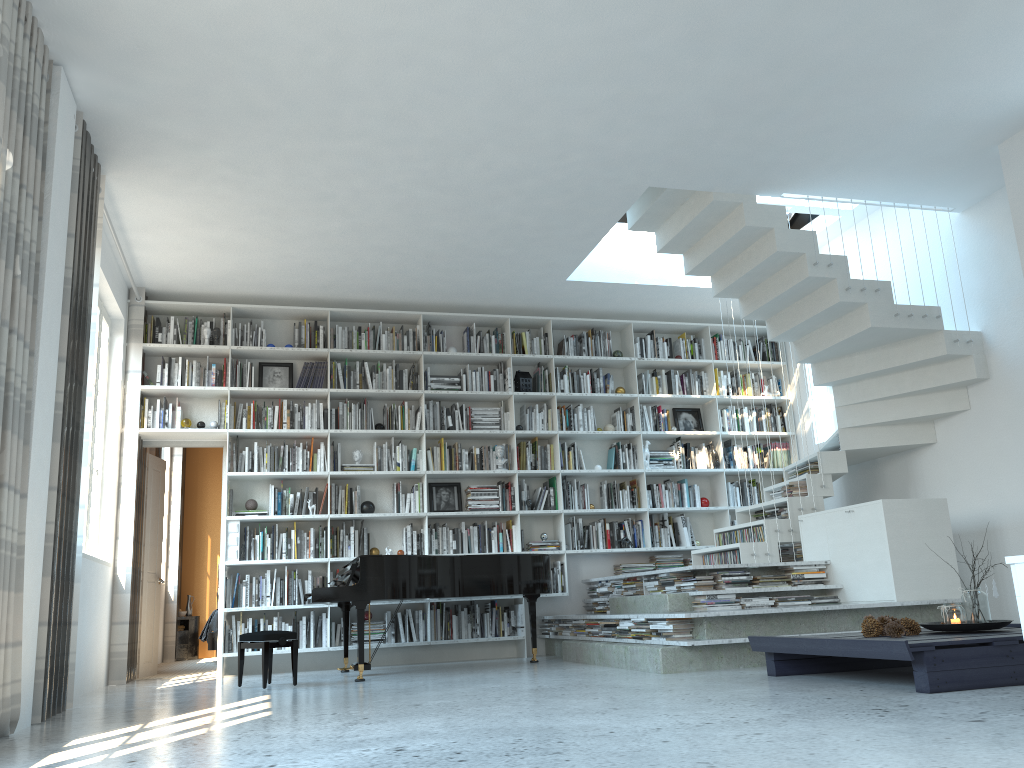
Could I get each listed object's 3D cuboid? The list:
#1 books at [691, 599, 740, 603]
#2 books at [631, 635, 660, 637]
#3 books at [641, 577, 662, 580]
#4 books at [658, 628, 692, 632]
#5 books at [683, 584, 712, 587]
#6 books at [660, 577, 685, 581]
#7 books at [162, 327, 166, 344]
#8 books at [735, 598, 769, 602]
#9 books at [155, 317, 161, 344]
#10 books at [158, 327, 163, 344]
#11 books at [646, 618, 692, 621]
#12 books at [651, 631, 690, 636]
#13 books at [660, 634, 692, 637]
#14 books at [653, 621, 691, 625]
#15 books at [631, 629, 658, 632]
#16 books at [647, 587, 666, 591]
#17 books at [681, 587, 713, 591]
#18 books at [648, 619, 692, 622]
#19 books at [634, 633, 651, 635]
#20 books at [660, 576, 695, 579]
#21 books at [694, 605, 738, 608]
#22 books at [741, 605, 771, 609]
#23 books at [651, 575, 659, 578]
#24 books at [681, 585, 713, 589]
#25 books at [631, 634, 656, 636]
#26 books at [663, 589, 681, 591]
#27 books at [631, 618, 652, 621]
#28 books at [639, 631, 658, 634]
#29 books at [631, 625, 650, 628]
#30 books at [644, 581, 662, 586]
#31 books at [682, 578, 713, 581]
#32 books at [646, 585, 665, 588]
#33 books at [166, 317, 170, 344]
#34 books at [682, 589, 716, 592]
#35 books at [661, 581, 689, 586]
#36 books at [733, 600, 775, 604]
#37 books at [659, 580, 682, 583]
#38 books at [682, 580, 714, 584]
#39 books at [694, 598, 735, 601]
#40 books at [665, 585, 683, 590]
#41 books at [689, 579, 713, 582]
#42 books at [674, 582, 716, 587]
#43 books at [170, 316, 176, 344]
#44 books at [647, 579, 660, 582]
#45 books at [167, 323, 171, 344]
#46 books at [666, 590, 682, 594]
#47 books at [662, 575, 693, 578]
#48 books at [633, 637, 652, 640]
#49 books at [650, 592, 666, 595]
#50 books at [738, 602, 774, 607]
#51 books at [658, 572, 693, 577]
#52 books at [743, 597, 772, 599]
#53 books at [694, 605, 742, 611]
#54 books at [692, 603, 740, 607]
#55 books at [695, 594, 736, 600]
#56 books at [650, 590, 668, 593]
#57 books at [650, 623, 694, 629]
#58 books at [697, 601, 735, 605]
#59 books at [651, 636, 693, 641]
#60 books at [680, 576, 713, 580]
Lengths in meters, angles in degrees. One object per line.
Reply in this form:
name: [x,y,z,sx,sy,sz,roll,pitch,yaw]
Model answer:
books: [1.410,1.508,6.155,0.292,0.012,0.160,0,-15,-13]
books: [0.934,1.672,5.895,0.178,0.009,0.277,2,-15,-17]
books: [1.151,1.521,6.941,0.192,0.014,0.257,2,-15,-19]
books: [1.034,1.560,5.626,0.137,0.019,0.225,1,-15,-14]
books: [1.339,1.452,6.386,0.134,0.006,0.227,0,-15,-12]
books: [1.245,1.462,6.654,0.168,0.013,0.282,2,-15,-18]
books: [-3.028,-0.380,7.741,0.031,0.195,0.145,1,-14,-15]
books: [1.681,1.522,6.243,0.211,0.018,0.135,0,-15,-13]
books: [-3.077,-0.423,7.711,0.025,0.268,0.177,1,-14,-15]
books: [-3.050,-0.382,7.709,0.028,0.186,0.182,1,-14,-15]
books: [0.998,1.493,5.633,0.192,0.014,0.257,2,-15,-19]
books: [1.004,1.577,5.613,0.187,0.017,0.206,0,-14,-11]
books: [1.040,1.593,5.619,0.132,0.014,0.206,1,-15,-15]
books: [1.012,1.517,5.631,0.165,0.015,0.243,0,-15,-12]
books: [0.928,1.636,5.903,0.191,0.015,0.247,1,-15,-14]
books: [1.173,1.599,6.927,0.167,0.024,0.193,1,-15,-14]
books: [1.328,1.475,6.377,0.161,0.014,0.213,0,-15,-12]
books: [1.005,1.505,5.632,0.176,0.010,0.267,2,-15,-19]
books: [0.941,1.660,5.901,0.170,0.006,0.269,1,-15,-15]
books: [1.245,1.453,6.657,0.171,0.007,0.261,2,-15,-17]
books: [1.411,1.541,6.150,0.264,0.006,0.165,1,-15,-14]
books: [1.685,1.566,6.225,0.208,0.015,0.153,2,-15,-17]
books: [1.179,1.508,6.952,0.134,0.014,0.182,0,-14,-11]
books: [1.333,1.462,6.382,0.152,0.015,0.208,2,-15,-18]
books: [0.927,1.665,5.895,0.191,0.006,0.276,1,-15,-13]
books: [1.255,1.539,6.637,0.154,0.007,0.293,0,-15,-12]
books: [0.924,1.567,5.920,0.182,0.016,0.257,0,-15,-12]
books: [0.949,1.650,5.905,0.154,0.014,0.197,1,-15,-15]
books: [0.929,1.612,5.909,0.168,0.013,0.282,2,-15,-20]
books: [1.165,1.558,6.935,0.174,0.029,0.251,2,-15,-17]
books: [1.337,1.410,6.397,0.132,0.009,0.270,0,-15,-12]
books: [1.161,1.579,6.929,0.178,0.015,0.188,0,-14,-11]
books: [-3.006,-0.425,7.741,0.010,0.280,0.161,1,-14,-15]
books: [1.344,1.487,6.379,0.144,0.009,0.250,1,-15,-15]
books: [1.249,1.495,6.647,0.177,0.026,0.231,1,-15,-15]
books: [1.684,1.533,6.229,0.272,0.012,0.159,2,-15,-17]
books: [1.243,1.478,6.650,0.187,0.009,0.251,1,-15,-15]
books: [1.342,1.430,6.393,0.137,0.012,0.243,1,-15,-14]
books: [1.407,1.500,6.169,0.257,0.010,0.132,0,-15,-12]
books: [1.259,1.522,6.643,0.155,0.028,0.190,1,-15,-14]
books: [1.363,1.420,6.401,0.091,0.011,0.190,2,-15,-17]
books: [1.319,1.442,6.383,0.184,0.014,0.298,1,-15,-16]
books: [-2.965,-0.426,7.752,0.028,0.282,0.190,1,-14,-15]
books: [1.174,1.536,6.943,0.145,0.017,0.209,2,-15,-20]
books: [-2.991,-0.396,7.748,0.024,0.226,0.158,1,-14,-15]
books: [1.259,1.552,6.635,0.142,0.020,0.231,0,-14,-11]
books: [1.245,1.445,6.659,0.170,0.008,0.209,0,-15,-12]
books: [0.924,1.684,5.890,0.191,0.016,0.209,0,-14,-11]
books: [1.183,1.631,6.922,0.132,0.016,0.263,0,-14,-11]
books: [1.688,1.546,6.215,0.232,0.019,0.170,2,-15,-20]
books: [1.230,1.431,6.658,0.189,0.022,0.238,0,-14,-11]
books: [1.682,1.509,6.240,0.242,0.005,0.153,1,-15,-14]
books: [1.417,1.550,6.128,0.262,0.023,0.200,2,-15,-17]
books: [1.411,1.534,6.151,0.285,0.008,0.160,2,-15,-17]
books: [1.409,1.479,6.161,0.234,0.025,0.158,2,-15,-20]
books: [1.191,1.617,6.927,0.136,0.013,0.259,1,-15,-15]
books: [1.014,1.537,5.626,0.156,0.027,0.288,2,-15,-20]
books: [1.412,1.518,6.149,0.210,0.012,0.168,0,-15,-12]
books: [1.012,1.607,5.608,0.184,0.017,0.231,1,-15,-13]
books: [1.333,1.398,6.398,0.149,0.014,0.229,2,-15,-17]
